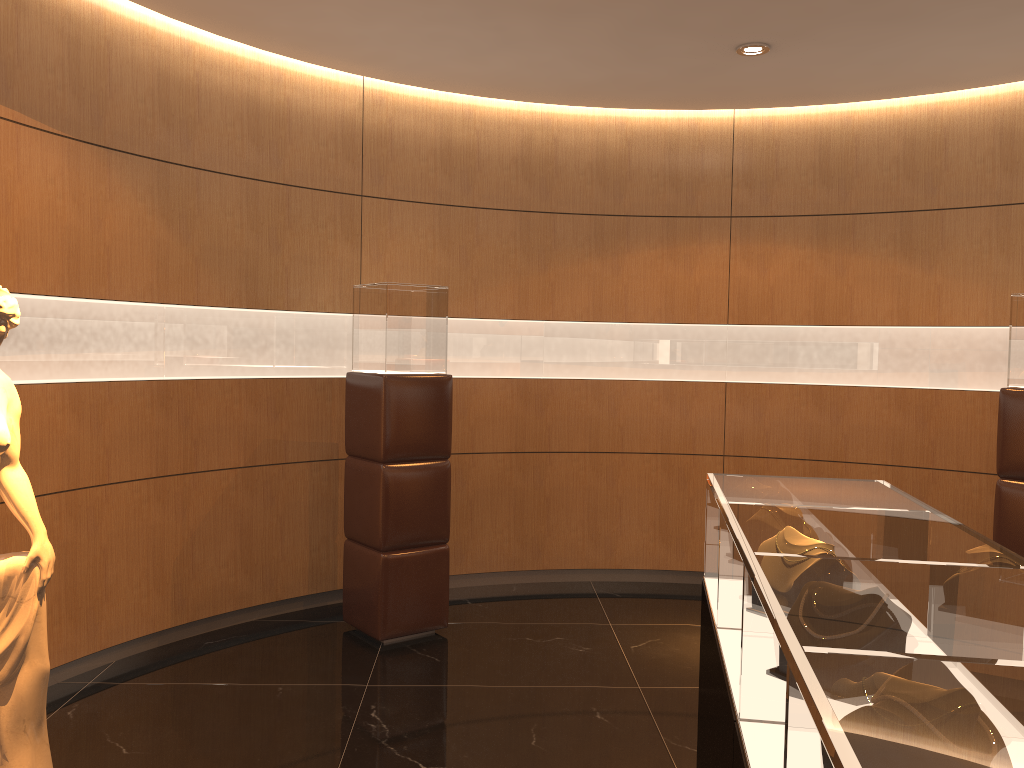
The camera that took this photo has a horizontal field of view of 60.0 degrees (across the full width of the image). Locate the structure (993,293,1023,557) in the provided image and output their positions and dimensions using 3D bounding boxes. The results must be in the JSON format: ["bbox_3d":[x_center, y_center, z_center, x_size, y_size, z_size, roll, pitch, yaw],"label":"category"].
[{"bbox_3d":[2.922,0.525,4.735,0.484,2.000,0.498,-1,3,-37],"label":"structure"}]

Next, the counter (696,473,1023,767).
[{"bbox_3d":[0.788,0.957,1.909,0.615,1.173,2.514,2,2,9],"label":"counter"}]

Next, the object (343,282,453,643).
[{"bbox_3d":[-0.663,0.435,5.132,0.484,2.000,0.498,-1,3,-38],"label":"object"}]

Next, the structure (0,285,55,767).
[{"bbox_3d":[-1.836,0.583,2.874,0.477,1.836,0.733,1,2,-2],"label":"structure"}]
